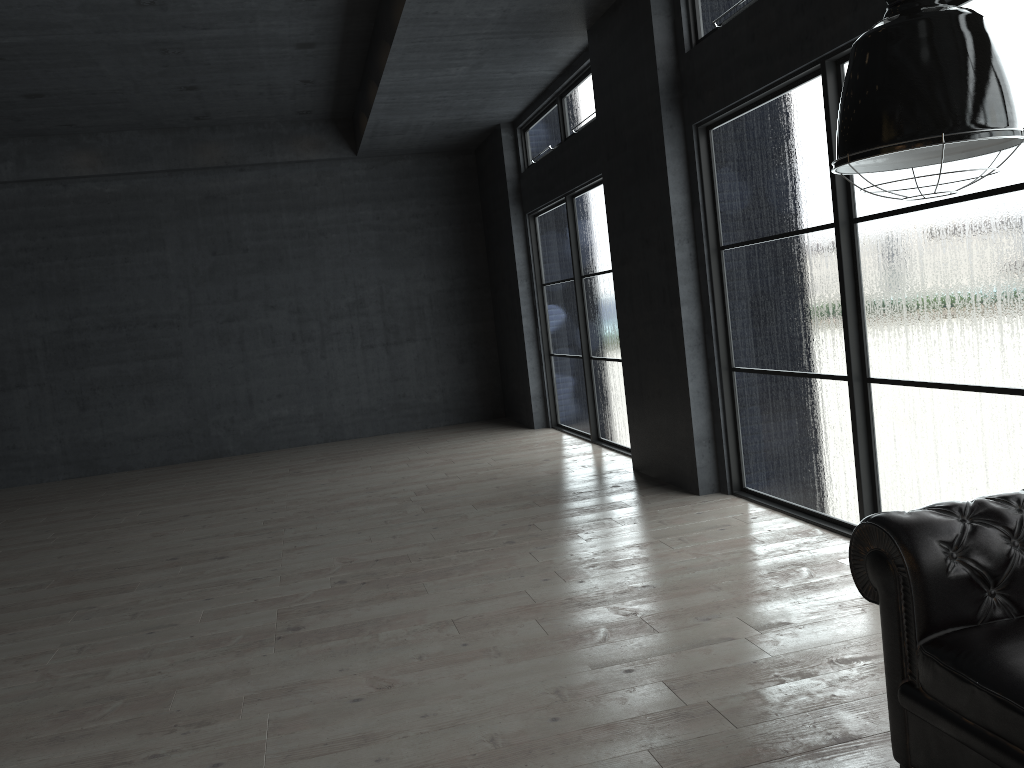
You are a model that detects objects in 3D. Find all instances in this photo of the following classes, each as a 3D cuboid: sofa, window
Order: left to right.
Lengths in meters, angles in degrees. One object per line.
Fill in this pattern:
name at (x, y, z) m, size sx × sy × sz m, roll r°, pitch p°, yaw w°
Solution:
sofa at (1.939, 0.740, 1.712) m, size 1.240 × 0.837 × 2.567 m, roll -8°, pitch 5°, yaw -14°
window at (2.760, -0.737, 0.894) m, size 0.120 × 3.727 × 20.805 m, roll -7°, pitch 5°, yaw -13°

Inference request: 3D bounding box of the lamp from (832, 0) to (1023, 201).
lamp at (0.792, -1.475, 1.862) m, size 0.391 × 2.152 × 0.391 m, roll -4°, pitch 5°, yaw 32°
